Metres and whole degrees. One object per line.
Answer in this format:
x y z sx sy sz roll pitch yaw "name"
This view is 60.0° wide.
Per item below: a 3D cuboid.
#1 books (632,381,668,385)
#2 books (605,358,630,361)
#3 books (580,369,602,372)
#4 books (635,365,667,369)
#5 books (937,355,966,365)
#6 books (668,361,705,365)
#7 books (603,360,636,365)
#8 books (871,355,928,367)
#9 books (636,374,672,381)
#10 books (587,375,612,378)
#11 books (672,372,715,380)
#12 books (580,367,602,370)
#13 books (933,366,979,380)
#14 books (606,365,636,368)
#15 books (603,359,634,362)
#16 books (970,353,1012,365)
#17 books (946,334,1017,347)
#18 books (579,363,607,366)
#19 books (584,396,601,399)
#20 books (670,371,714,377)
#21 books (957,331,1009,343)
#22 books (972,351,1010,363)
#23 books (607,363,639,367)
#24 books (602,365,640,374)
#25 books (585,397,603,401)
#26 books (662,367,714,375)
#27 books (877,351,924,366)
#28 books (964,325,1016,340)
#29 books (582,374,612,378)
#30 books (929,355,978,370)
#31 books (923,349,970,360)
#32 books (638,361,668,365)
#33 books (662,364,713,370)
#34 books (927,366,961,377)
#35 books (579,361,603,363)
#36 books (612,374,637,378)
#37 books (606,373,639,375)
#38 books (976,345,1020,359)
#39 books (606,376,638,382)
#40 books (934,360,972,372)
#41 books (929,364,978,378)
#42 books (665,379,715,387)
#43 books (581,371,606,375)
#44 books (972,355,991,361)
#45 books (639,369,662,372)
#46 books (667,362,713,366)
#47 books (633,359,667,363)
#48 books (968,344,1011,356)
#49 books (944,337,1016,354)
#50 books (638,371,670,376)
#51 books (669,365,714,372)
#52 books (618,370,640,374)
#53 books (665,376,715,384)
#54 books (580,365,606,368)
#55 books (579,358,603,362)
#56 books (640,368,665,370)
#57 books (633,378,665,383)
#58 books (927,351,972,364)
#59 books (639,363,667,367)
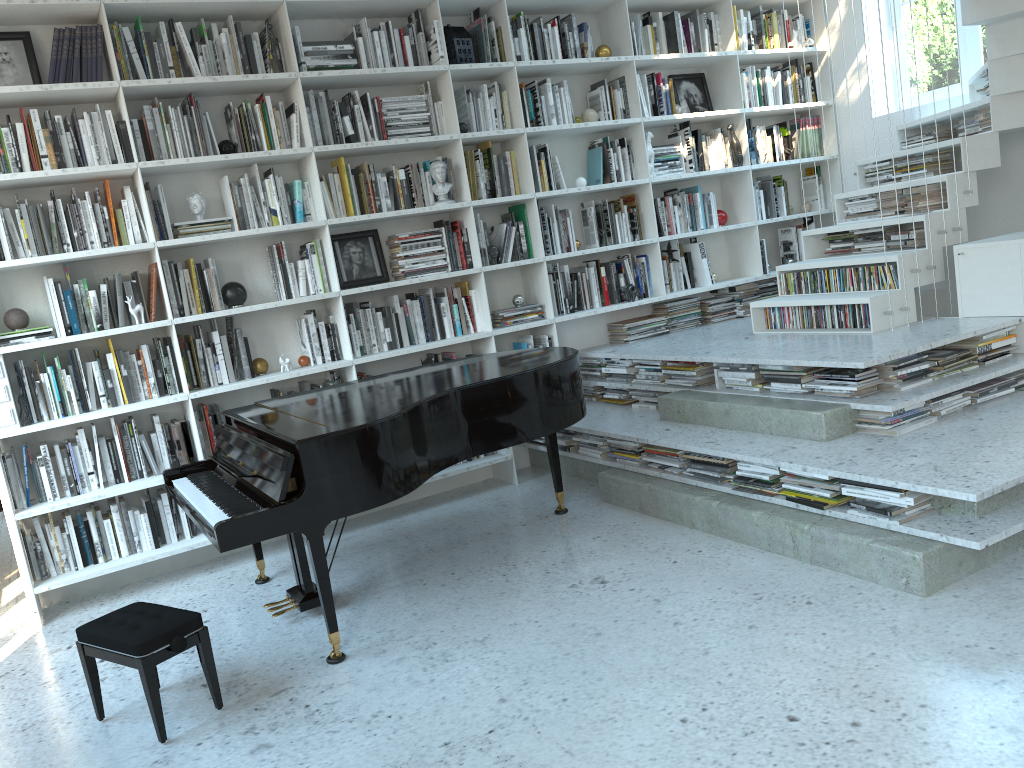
0.848 -0.024 5.080 0.183 0.012 0.296 -14 9 -28 "books"
0.683 -0.168 5.327 0.170 0.020 0.193 -14 10 -32 "books"
0.561 -0.101 5.597 0.179 0.012 0.261 -14 9 -27 "books"
0.841 -0.113 5.070 0.167 0.008 0.234 -14 9 -28 "books"
1.954 -0.113 4.075 0.179 0.010 0.160 -13 9 -25 "books"
0.976 -0.138 4.814 0.139 0.028 0.261 -13 9 -22 "books"
0.695 -0.145 5.335 0.162 0.018 0.289 -14 9 -28 "books"
1.706 -0.103 3.936 0.228 0.009 0.159 -14 10 -31 "books"
0.847 -0.053 5.077 0.164 0.023 0.242 -13 9 -23 "books"
0.584 -0.059 5.612 0.133 0.014 0.181 -14 9 -30 "books"
0.999 -0.051 4.833 0.138 0.017 0.237 -14 9 -28 "books"
0.565 -0.112 5.598 0.156 0.009 0.287 -14 9 -29 "books"
1.969 -0.056 4.073 0.291 0.007 0.174 -13 9 -24 "books"
0.694 -0.120 5.337 0.171 0.007 0.206 -13 9 -25 "books"
0.694 -0.157 5.334 0.159 0.007 0.285 -14 9 -28 "books"
2.226 -0.121 4.211 0.220 0.011 0.177 -14 9 -29 "books"
2.214 -0.207 4.192 0.261 0.012 0.179 -13 9 -23 "books"
0.548 -0.140 5.588 0.171 0.015 0.252 -14 10 -32 "books"
0.544 0.066 5.639 0.144 0.005 0.257 -13 9 -22 "books"
0.986 -0.065 4.825 0.159 0.018 0.203 -14 9 -29 "books"
2.208 -0.225 4.195 0.192 0.024 0.167 -13 9 -22 "books"
2.219 -0.131 4.218 0.258 0.009 0.152 -14 9 -30 "books"
0.698 -0.130 5.338 0.143 0.012 0.263 -13 9 -22 "books"
0.687 -0.099 5.334 0.188 0.030 0.237 -14 9 -30 "books"
0.546 0.078 5.641 0.163 0.019 0.187 -14 9 -28 "books"
0.976 -0.080 4.818 0.178 0.017 0.292 -13 9 -26 "books"
1.694 -0.116 3.952 0.260 0.016 0.128 -14 9 -28 "books"
2.210 -0.242 4.183 0.285 0.013 0.181 -14 10 -32 "books"
0.569 -0.071 5.604 0.162 0.017 0.232 -13 9 -25 "books"
1.967 -0.100 4.057 0.273 0.015 0.187 -14 10 -32 "books"
1.956 -0.135 4.061 0.203 0.011 0.173 -14 10 -32 "books"
0.843 -0.134 5.070 0.148 0.013 0.220 -13 9 -24 "books"
0.968 -0.104 4.812 0.186 0.009 0.261 -14 9 -28 "books"
1.957 -0.073 4.089 0.293 0.014 0.133 -14 9 -30 "books"
0.556 -0.153 5.591 0.167 0.008 0.234 -14 9 -28 "books"
0.721 -0.064 5.355 0.131 0.021 0.240 -13 9 -25 "books"
0.707 -0.076 5.347 0.152 0.009 0.259 -14 9 -30 "books"
2.225 -0.154 4.197 0.280 0.008 0.181 -13 9 -22 "books"
0.708 -0.042 5.349 0.173 0.017 0.233 -14 9 -28 "books"
1.962 -0.086 4.073 0.214 0.015 0.177 -13 9 -26 "books"
1.968 -0.062 4.072 0.286 0.005 0.165 -13 9 -22 "books"
0.979 -0.017 4.824 0.182 0.011 0.253 -13 9 -23 "books"
0.559 -0.086 5.597 0.174 0.017 0.265 -13 9 -24 "books"
2.215 -0.143 4.221 0.262 0.016 0.132 -14 10 -32 "books"
0.854 -0.092 5.079 0.150 0.013 0.215 -14 9 -27 "books"
0.989 -0.120 4.823 0.128 0.013 0.296 -14 9 -29 "books"
0.830 -0.145 5.062 0.164 0.015 0.243 -14 10 -32 "books"
2.213 -0.166 4.213 0.267 0.014 0.159 -14 9 -28 "books"
2.214 -0.187 4.202 0.283 0.030 0.177 -13 9 -26 "books"
0.853 -0.076 5.079 0.154 0.018 0.220 -14 9 -28 "books"
0.976 -0.095 4.817 0.160 0.012 0.254 -13 9 -23 "books"
0.703 -0.084 5.344 0.162 0.008 0.294 -14 9 -29 "books"
0.982 -0.031 4.825 0.177 0.014 0.247 -14 9 -29 "books"
0.570 -0.122 5.601 0.144 0.008 0.297 -14 9 -28 "books"
0.554 -0.163 5.589 0.159 0.011 0.246 -14 9 -30 "books"
0.850 -0.104 5.075 0.144 0.013 0.220 -13 9 -24 "books"
0.842 -0.034 5.076 0.189 0.012 0.235 -14 9 -29 "books"
1.955 -0.124 4.068 0.245 0.013 0.172 -14 9 -28 "books"
0.845 -0.123 5.071 0.160 0.010 0.179 -14 9 -27 "books"
